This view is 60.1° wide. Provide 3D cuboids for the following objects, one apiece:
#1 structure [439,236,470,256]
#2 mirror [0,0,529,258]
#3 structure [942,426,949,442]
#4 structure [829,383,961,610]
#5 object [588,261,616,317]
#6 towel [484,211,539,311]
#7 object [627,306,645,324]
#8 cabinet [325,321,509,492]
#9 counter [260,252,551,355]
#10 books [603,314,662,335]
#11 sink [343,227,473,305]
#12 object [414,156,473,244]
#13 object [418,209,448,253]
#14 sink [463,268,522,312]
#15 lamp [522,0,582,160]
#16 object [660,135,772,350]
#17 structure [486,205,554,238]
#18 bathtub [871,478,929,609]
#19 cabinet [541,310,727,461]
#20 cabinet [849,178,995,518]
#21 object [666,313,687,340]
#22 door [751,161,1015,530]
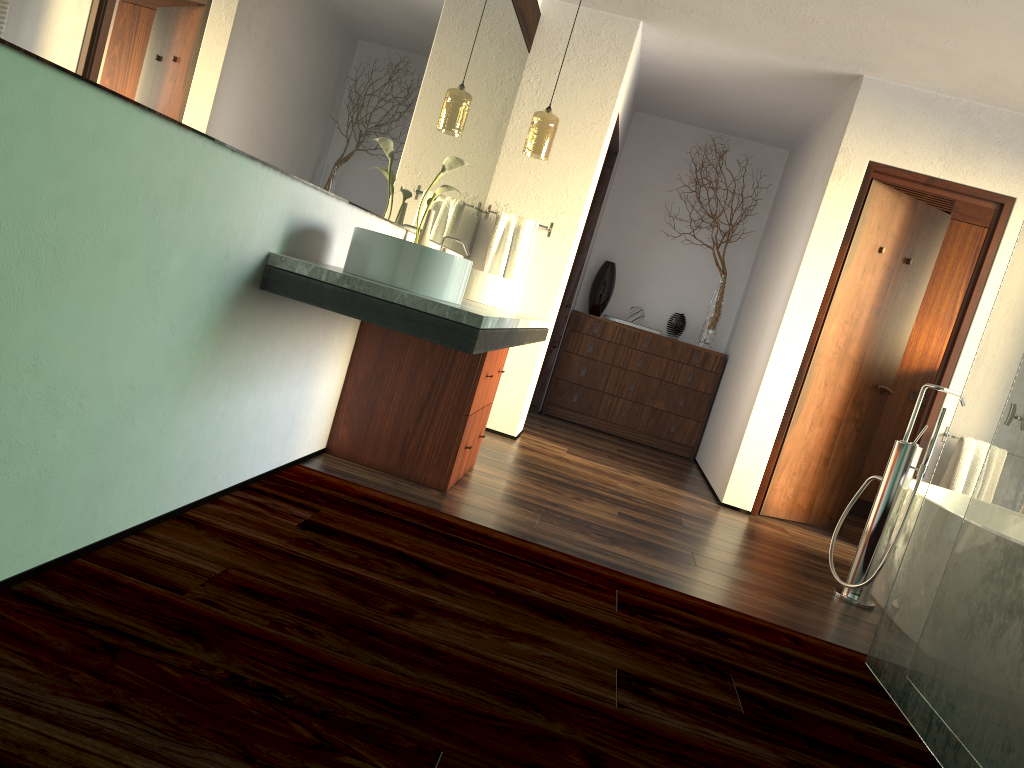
[{"bbox_3d":[-0.288,-0.529,3.902,0.166,0.242,0.065,18,6,11],"label":"structure"},{"bbox_3d":[-0.320,-1.122,2.869,0.017,1.154,4.049,17,6,5],"label":"mirror"},{"bbox_3d":[2.447,0.328,4.503,0.456,0.088,0.101,17,6,8],"label":"structure"},{"bbox_3d":[1.466,0.421,3.469,0.239,0.898,0.282,11,8,-43],"label":"structure"},{"bbox_3d":[0.674,-0.711,6.618,0.173,0.417,0.168,19,7,20],"label":"object"},{"bbox_3d":[-0.047,-0.602,4.803,0.262,0.637,0.158,20,7,25],"label":"towel"},{"bbox_3d":[0.923,-0.514,6.590,0.131,0.131,0.130,17,6,2],"label":"object"},{"bbox_3d":[-0.342,0.027,3.610,0.515,0.600,0.654,17,6,6],"label":"cabinet"},{"bbox_3d":[-0.230,-0.279,3.370,0.590,0.101,2.243,17,5,6],"label":"counter"},{"bbox_3d":[0.947,-0.425,6.597,0.490,0.034,0.250,15,6,-17],"label":"books"},{"bbox_3d":[-0.303,-0.344,2.584,0.360,0.131,0.354,17,6,9],"label":"sink"},{"bbox_3d":[-0.326,-0.629,3.423,0.186,0.505,0.246,15,6,-15],"label":"object"},{"bbox_3d":[-0.315,-0.529,3.507,0.245,0.306,0.117,21,7,33],"label":"object"},{"bbox_3d":[-0.143,-0.429,3.913,0.353,0.131,0.361,15,6,-16],"label":"sink"},{"bbox_3d":[0.243,-1.582,4.493,0.135,0.868,0.142,11,8,-40],"label":"lamp"},{"bbox_3d":[1.337,-1.035,6.376,0.714,1.452,0.844,12,8,-40],"label":"object"},{"bbox_3d":[0.037,-0.894,4.832,0.371,0.088,0.101,17,6,8],"label":"structure"},{"bbox_3d":[1.839,0.763,3.340,0.769,0.486,1.609,17,6,6],"label":"bathtub"},{"bbox_3d":[0.893,-0.004,6.584,1.146,0.801,0.400,17,6,8],"label":"cabinet"},{"bbox_3d":[2.505,-0.297,6.036,1.492,2.367,0.356,17,6,8],"label":"cabinet"},{"bbox_3d":[1.214,-0.431,6.544,0.135,0.200,0.142,12,8,-39],"label":"object"},{"bbox_3d":[1.935,-0.128,4.847,0.735,1.950,0.461,17,6,7],"label":"door"}]
